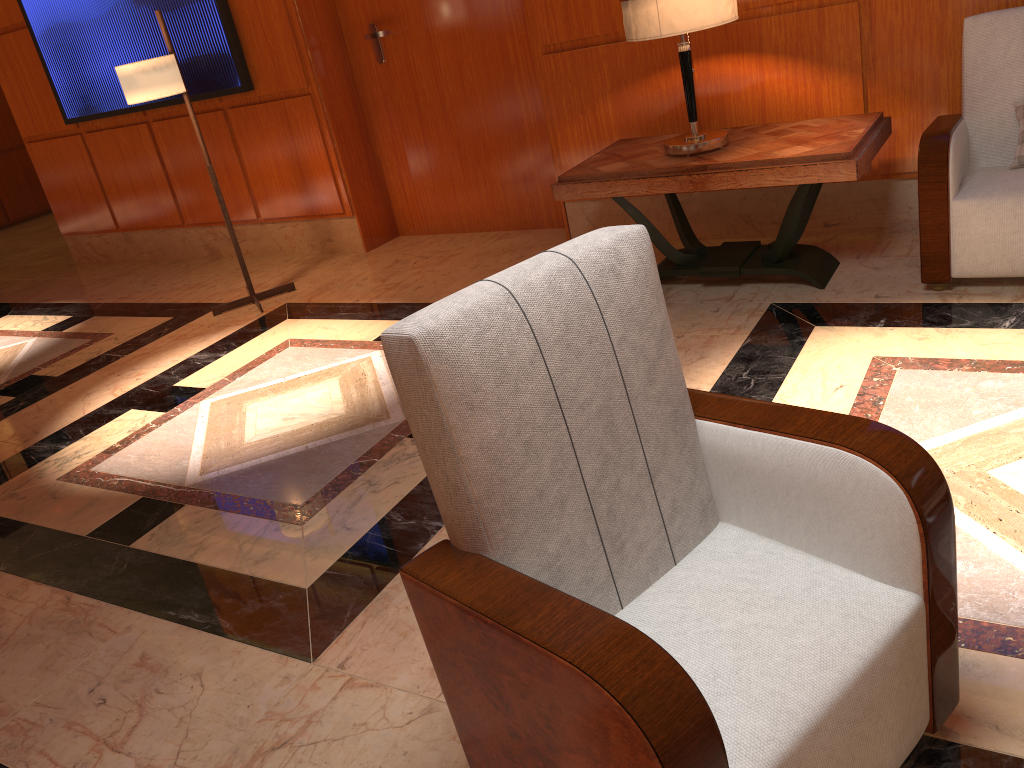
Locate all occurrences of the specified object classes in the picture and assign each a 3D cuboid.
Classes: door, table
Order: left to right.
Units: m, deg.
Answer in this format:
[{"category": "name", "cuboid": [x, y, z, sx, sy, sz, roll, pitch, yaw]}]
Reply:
[{"category": "door", "cuboid": [-0.501, -2.088, 5.077, 1.539, 2.615, 0.345, 2, 27, 32]}, {"category": "table", "cuboid": [0.939, -0.753, 3.901, 1.271, 0.598, 0.735, 3, 28, 32]}]

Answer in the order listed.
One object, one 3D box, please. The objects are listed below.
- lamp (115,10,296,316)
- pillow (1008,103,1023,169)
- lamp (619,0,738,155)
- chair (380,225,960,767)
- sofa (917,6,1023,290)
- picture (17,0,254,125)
[{"category": "lamp", "cuboid": [-1.720, -1.182, 4.885, 0.359, 1.638, 0.534, -3, 24, 23]}, {"category": "pillow", "cuboid": [2.014, -0.921, 3.242, 0.345, 0.224, 0.197, 6, 29, 36]}, {"category": "lamp", "cuboid": [0.703, -1.363, 3.618, 0.459, 0.783, 0.465, -14, 23, -3]}, {"category": "chair", "cuboid": [0.270, 0.277, 1.486, 0.744, 0.948, 0.632, -28, 27, -33]}, {"category": "sofa", "cuboid": [2.385, -0.854, 2.980, 1.800, 0.920, 0.620, 3, 27, 33]}, {"category": "picture", "cuboid": [-2.648, -2.559, 5.890, 1.998, 1.433, 0.057, 3, 27, 32]}]
